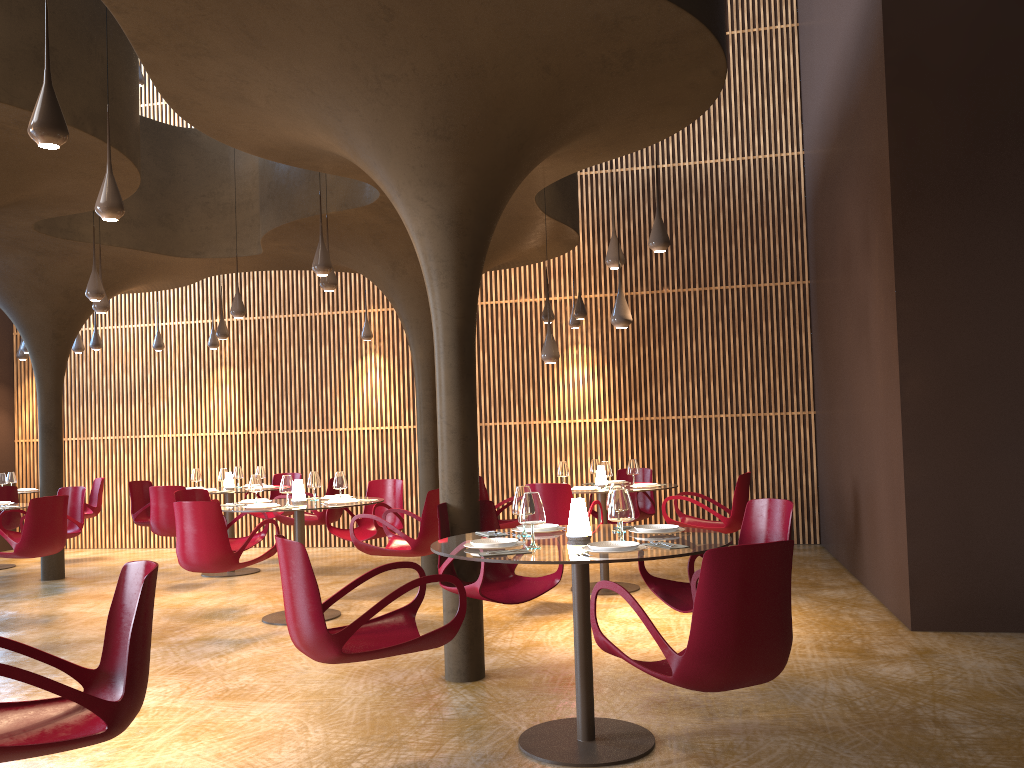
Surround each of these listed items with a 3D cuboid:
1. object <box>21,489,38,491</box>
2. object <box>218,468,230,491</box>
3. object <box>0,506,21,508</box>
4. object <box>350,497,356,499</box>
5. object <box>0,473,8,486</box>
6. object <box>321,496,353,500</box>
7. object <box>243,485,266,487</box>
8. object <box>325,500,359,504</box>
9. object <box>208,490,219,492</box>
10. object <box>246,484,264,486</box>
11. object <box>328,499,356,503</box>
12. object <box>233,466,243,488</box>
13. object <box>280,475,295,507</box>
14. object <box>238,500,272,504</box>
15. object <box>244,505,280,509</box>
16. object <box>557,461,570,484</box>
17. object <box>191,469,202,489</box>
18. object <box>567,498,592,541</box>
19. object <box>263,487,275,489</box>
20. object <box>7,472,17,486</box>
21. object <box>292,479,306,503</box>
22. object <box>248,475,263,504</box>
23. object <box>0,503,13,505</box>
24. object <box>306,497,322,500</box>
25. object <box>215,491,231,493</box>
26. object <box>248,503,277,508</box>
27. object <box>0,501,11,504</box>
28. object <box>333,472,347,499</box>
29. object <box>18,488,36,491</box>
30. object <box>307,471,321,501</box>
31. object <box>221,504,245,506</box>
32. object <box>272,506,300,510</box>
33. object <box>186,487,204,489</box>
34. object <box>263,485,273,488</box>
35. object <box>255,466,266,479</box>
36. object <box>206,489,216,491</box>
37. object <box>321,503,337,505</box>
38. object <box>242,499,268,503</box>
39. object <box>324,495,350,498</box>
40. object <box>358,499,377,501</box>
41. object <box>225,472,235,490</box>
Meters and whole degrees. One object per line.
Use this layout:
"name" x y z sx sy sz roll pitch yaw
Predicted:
"object" -7.405 1.620 13.505 0.332 0.014 0.332 -1 -3 -14
"object" -3.768 1.252 11.594 0.142 0.295 0.142 -2 -2 5
"object" -5.489 1.340 9.668 0.262 0.017 0.126 -4 -4 32
"object" -1.822 1.190 9.249 0.411 0.012 0.204 -3 -4 19
"object" -7.521 1.462 13.073 0.142 0.295 0.142 -1 -2 -28
"object" -1.827 1.189 9.250 0.332 0.014 0.332 -2 -3 -6
"object" -3.622 1.437 12.490 0.332 0.014 0.332 -2 -3 10
"object" -1.645 1.144 8.592 0.332 0.014 0.332 1 -5 -44
"object" -3.964 1.389 11.472 0.332 0.014 0.332 -2 -3 1
"object" -3.622 1.427 12.491 0.263 0.029 0.263 -3 -4 23
"object" -1.645 1.135 8.592 0.263 0.029 0.263 -3 -4 20
"object" -3.818 1.299 12.362 0.142 0.295 0.142 -2 -2 12
"object" -2.127 1.011 8.392 0.142 0.295 0.142 -2 -2 4
"object" -2.608 1.200 9.000 0.332 0.014 0.332 -5 -4 38
"object" -2.341 1.150 8.306 0.332 0.014 0.332 -2 -3 2
"object" 0.570 1.008 9.848 0.142 0.295 0.142 -1 -2 -30
"object" -4.241 1.286 11.908 0.142 0.295 0.142 -1 -2 -16
"object" 0.376 0.762 5.001 0.144 0.232 0.142 -1 -3 -31
"object" -3.329 1.391 11.874 0.332 0.014 0.332 -4 -4 36
"object" -7.641 1.492 13.532 0.142 0.295 0.142 -3 -2 29
"object" -2.119 1.066 8.809 0.142 0.232 0.144 -1 -2 -13
"object" -2.538 1.048 8.784 0.142 0.295 0.142 0 -3 -40
"object" -5.848 1.369 10.082 0.332 0.014 0.332 -2 -3 -6
"object" -2.097 1.213 9.385 0.126 0.017 0.262 -3 -4 23
"object" -3.682 1.380 11.365 0.126 0.017 0.262 -3 -3 17
"object" -2.341 1.141 8.307 0.263 0.029 0.263 -4 -4 31
"object" -5.849 1.359 10.082 0.263 0.029 0.263 -3 -3 14
"object" -1.710 1.023 8.821 0.142 0.295 0.142 -1 -2 -13
"object" -7.405 1.610 13.505 0.263 0.029 0.263 -3 -3 15
"object" -2.043 1.053 9.158 0.142 0.295 0.142 -4 -3 44
"object" -2.769 1.197 8.744 0.262 0.017 0.126 -4 -4 29
"object" -2.081 1.140 8.152 0.126 0.017 0.262 -4 -4 27
"object" -4.349 1.429 12.108 0.263 0.029 0.263 1 -4 -42
"object" -3.329 1.382 11.874 0.263 0.029 0.263 -1 -3 -9
"object" -3.432 1.270 12.089 0.142 0.295 0.142 0 -3 -35
"object" -3.965 1.379 11.472 0.263 0.029 0.263 -3 -3 17
"object" -1.647 1.145 8.588 0.204 0.012 0.411 -4 -4 28
"object" -2.609 1.190 9.000 0.263 0.029 0.263 -3 -4 19
"object" -1.827 1.179 9.251 0.263 0.029 0.263 -3 -3 14
"object" -1.467 1.160 8.836 0.262 0.017 0.126 -4 -4 32
"object" -3.832 1.309 12.006 0.142 0.232 0.144 -2 -2 -3
